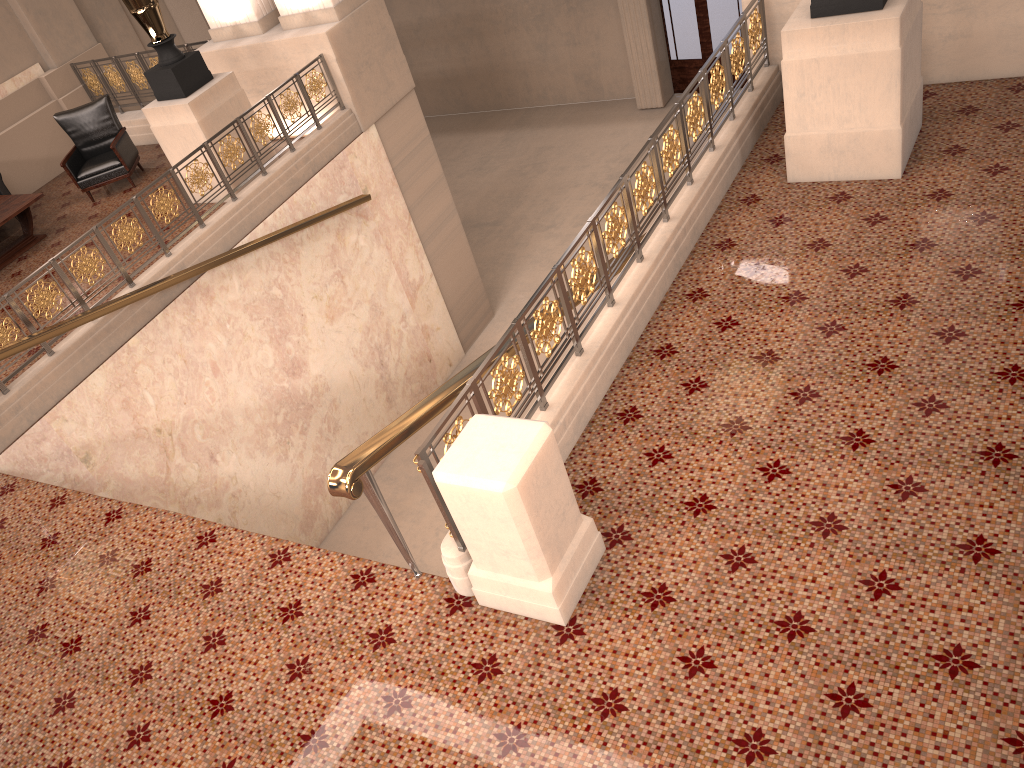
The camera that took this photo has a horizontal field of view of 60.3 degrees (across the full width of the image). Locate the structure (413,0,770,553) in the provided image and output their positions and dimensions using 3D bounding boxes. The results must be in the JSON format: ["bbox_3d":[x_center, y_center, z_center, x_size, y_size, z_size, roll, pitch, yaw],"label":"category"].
[{"bbox_3d":[0.759,-1.044,5.099,0.078,0.567,4.714,9,47,31],"label":"structure"}]

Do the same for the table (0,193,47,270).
[{"bbox_3d":[-5.426,-1.355,8.967,0.833,0.460,1.409,7,46,32],"label":"table"}]

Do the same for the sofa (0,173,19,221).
[{"bbox_3d":[-6.243,-1.535,9.346,0.868,0.746,1.836,8,46,32],"label":"sofa"}]

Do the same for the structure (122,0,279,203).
[{"bbox_3d":[-3.155,-3.085,7.938,0.695,2.939,0.669,8,46,30],"label":"structure"}]

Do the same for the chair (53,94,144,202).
[{"bbox_3d":[-4.545,-2.565,9.660,0.649,0.890,0.678,-17,38,4],"label":"chair"}]

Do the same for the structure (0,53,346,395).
[{"bbox_3d":[-2.843,-1.385,7.242,0.078,0.567,4.719,10,47,32],"label":"structure"}]

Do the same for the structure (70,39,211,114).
[{"bbox_3d":[-4.243,-3.564,10.360,2.518,0.690,0.031,6,45,31],"label":"structure"}]

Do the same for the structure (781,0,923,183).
[{"bbox_3d":[1.891,-2.608,4.936,0.695,2.939,0.669,8,46,30],"label":"structure"}]

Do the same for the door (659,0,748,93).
[{"bbox_3d":[2.911,-5.842,13.491,1.481,2.871,0.148,7,46,30],"label":"door"}]
